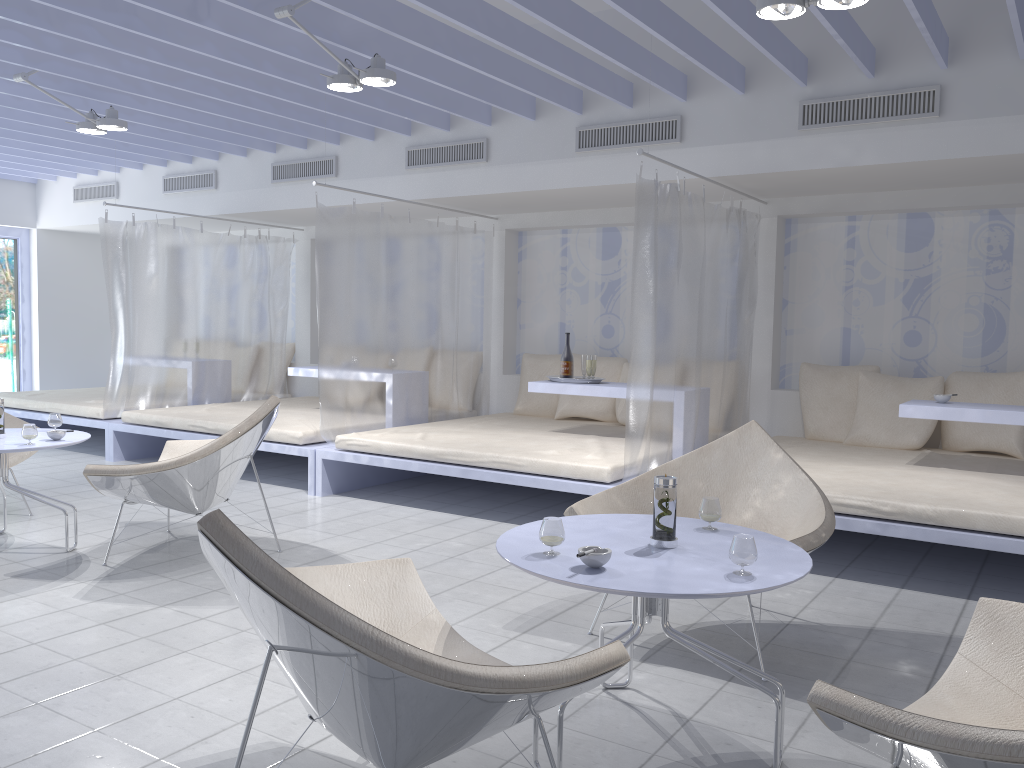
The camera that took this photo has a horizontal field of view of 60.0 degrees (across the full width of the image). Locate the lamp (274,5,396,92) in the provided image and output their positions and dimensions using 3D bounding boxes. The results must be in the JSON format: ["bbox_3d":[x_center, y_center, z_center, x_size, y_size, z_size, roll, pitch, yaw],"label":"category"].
[{"bbox_3d":[-0.827,-1.518,4.025,0.380,0.218,0.587,4,5,33],"label":"lamp"}]

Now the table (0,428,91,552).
[{"bbox_3d":[-2.448,0.524,4.203,0.823,0.534,0.825,3,4,24],"label":"table"}]

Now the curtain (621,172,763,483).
[{"bbox_3d":[1.128,-0.317,5.187,0.151,1.552,2.050,4,5,33],"label":"curtain"}]

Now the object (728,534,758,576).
[{"bbox_3d":[0.554,0.410,2.126,0.068,0.091,0.068,3,4,23],"label":"object"}]

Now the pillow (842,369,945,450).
[{"bbox_3d":[2.374,0.162,5.510,0.528,0.482,0.307,4,5,37],"label":"pillow"}]

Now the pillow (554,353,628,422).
[{"bbox_3d":[0.606,0.022,6.714,0.537,0.527,0.233,2,4,13],"label":"pillow"}]

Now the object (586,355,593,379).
[{"bbox_3d":[0.494,-0.097,5.654,0.059,0.174,0.059,1,4,1],"label":"object"}]

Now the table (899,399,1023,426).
[{"bbox_3d":[2.517,0.346,4.395,1.065,0.450,0.416,4,5,33],"label":"table"}]

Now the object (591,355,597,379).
[{"bbox_3d":[0.523,-0.100,5.712,0.059,0.174,0.059,1,4,1],"label":"object"}]

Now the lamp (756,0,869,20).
[{"bbox_3d":[0.927,-1.407,2.895,0.380,0.218,0.587,4,5,33],"label":"lamp"}]

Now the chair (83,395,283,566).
[{"bbox_3d":[-1.479,0.424,4.281,0.753,0.759,0.906,1,4,3],"label":"chair"}]

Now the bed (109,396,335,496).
[{"bbox_3d":[-1.639,0.396,7.079,2.200,0.427,2.016,4,5,33],"label":"bed"}]

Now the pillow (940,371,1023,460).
[{"bbox_3d":[2.829,0.162,5.281,0.233,0.527,0.537,-2,5,-37],"label":"pillow"}]

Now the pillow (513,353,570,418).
[{"bbox_3d":[0.258,0.021,6.970,0.524,0.521,0.230,4,5,35],"label":"pillow"}]

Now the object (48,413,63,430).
[{"bbox_3d":[-2.308,0.194,4.480,0.068,0.091,0.068,3,4,25],"label":"object"}]

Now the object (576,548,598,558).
[{"bbox_3d":[0.181,0.406,2.134,0.012,0.016,0.098,4,5,32],"label":"object"}]

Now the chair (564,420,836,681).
[{"bbox_3d":[0.753,0.535,3.274,0.906,0.759,0.753,4,5,37],"label":"chair"}]

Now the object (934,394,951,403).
[{"bbox_3d":[2.240,0.078,4.617,0.082,0.043,0.082,1,4,-6],"label":"object"}]

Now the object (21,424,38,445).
[{"bbox_3d":[-2.187,0.228,4.021,0.068,0.091,0.068,-1,4,-29],"label":"object"}]

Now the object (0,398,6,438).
[{"bbox_3d":[-2.447,0.161,4.213,0.075,0.189,0.075,3,4,24],"label":"object"}]

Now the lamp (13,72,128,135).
[{"bbox_3d":[-2.581,-1.629,5.156,0.380,0.218,0.587,4,5,33],"label":"lamp"}]

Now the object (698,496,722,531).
[{"bbox_3d":[0.579,0.378,2.592,0.068,0.091,0.068,3,4,23],"label":"object"}]

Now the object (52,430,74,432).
[{"bbox_3d":[-2.110,0.224,4.165,0.098,0.016,0.012,1,4,-1],"label":"object"}]

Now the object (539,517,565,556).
[{"bbox_3d":[0.103,0.391,2.278,0.068,0.091,0.068,3,4,23],"label":"object"}]

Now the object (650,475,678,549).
[{"bbox_3d":[0.411,0.343,2.384,0.075,0.185,0.075,1,4,-4],"label":"object"}]

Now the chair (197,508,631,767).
[{"bbox_3d":[-0.316,0.607,1.927,0.753,0.759,0.906,-2,5,-40],"label":"chair"}]

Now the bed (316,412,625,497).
[{"bbox_3d":[0.222,0.514,5.899,2.200,0.422,2.022,4,5,33],"label":"bed"}]

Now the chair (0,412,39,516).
[{"bbox_3d":[-3.147,0.348,4.923,0.753,0.759,0.906,5,5,43],"label":"chair"}]

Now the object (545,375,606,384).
[{"bbox_3d":[0.408,-0.028,5.747,0.429,0.031,0.275,4,5,34],"label":"object"}]

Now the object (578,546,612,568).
[{"bbox_3d":[0.201,0.425,2.159,0.082,0.043,0.082,4,5,34],"label":"object"}]

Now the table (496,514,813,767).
[{"bbox_3d":[0.364,0.702,2.388,0.823,0.534,0.825,2,4,10],"label":"table"}]

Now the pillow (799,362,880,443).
[{"bbox_3d":[2.137,0.126,5.770,0.572,0.510,0.231,4,5,32],"label":"pillow"}]

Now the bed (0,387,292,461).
[{"bbox_3d":[-3.485,0.280,8.288,2.200,0.422,2.022,4,5,33],"label":"bed"}]

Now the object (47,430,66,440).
[{"bbox_3d":[-2.141,0.243,4.171,0.082,0.043,0.082,1,4,1],"label":"object"}]

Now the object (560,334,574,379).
[{"bbox_3d":[0.360,-0.182,5.785,0.092,0.302,0.092,1,4,0],"label":"object"}]

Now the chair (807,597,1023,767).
[{"bbox_3d":[1.114,0.652,1.663,0.906,0.759,0.753,-2,5,-42],"label":"chair"}]

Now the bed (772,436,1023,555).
[{"bbox_3d":[2.068,0.630,4.690,2.200,0.427,2.016,4,5,33],"label":"bed"}]

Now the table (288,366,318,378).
[{"bbox_3d":[-1.186,0.113,6.781,1.065,0.450,0.416,4,5,33],"label":"table"}]

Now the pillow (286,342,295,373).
[{"bbox_3d":[-2.370,-0.158,8.675,0.572,0.510,0.231,4,5,34],"label":"pillow"}]

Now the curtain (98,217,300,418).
[{"bbox_3d":[-2.580,-0.551,7.576,0.151,1.552,2.050,4,5,33],"label":"curtain"}]

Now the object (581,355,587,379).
[{"bbox_3d":[0.468,-0.103,5.747,0.059,0.174,0.059,1,4,1],"label":"object"}]

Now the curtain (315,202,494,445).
[{"bbox_3d":[-0.697,-0.415,6.411,0.125,1.559,1.998,3,5,31],"label":"curtain"}]

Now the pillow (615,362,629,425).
[{"bbox_3d":[1.001,0.075,6.396,0.528,0.482,0.307,3,4,28],"label":"pillow"}]

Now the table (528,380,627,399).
[{"bbox_3d":[0.658,0.229,5.593,1.065,0.450,0.416,4,5,33],"label":"table"}]
